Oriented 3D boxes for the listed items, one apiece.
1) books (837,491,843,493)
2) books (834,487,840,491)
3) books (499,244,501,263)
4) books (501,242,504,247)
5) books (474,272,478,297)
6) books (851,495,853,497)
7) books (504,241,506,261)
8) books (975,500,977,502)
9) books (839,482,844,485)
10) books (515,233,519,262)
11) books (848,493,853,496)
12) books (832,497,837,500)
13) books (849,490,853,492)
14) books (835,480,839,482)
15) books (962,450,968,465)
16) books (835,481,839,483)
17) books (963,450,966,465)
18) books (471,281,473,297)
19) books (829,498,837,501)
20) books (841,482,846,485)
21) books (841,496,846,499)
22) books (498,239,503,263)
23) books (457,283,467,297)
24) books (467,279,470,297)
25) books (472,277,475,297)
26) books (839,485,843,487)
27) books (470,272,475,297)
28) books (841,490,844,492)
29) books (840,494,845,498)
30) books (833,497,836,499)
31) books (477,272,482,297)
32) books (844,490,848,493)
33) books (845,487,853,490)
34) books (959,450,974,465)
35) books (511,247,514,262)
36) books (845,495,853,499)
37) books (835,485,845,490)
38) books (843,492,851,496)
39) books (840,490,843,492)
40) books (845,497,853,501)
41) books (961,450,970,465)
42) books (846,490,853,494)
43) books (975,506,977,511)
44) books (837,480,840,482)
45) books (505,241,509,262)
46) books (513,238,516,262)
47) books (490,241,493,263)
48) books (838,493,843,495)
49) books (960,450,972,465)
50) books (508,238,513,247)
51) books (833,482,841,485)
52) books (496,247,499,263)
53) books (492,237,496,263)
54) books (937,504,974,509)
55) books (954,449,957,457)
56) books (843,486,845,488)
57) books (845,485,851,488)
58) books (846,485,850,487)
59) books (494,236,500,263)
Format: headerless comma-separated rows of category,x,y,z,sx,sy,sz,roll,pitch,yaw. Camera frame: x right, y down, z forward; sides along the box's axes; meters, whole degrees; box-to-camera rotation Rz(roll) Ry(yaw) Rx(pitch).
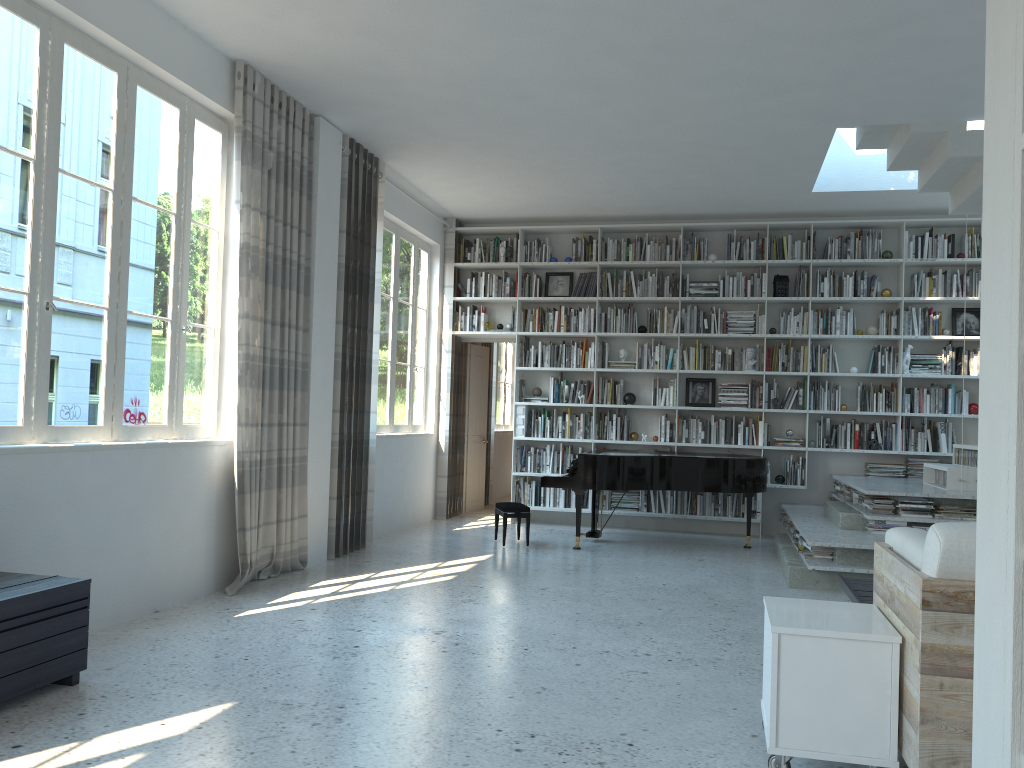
books,3.257,1.046,8.661,0.163,0.017,0.232,1,-2,15
books,3.249,1.029,8.663,0.175,0.017,0.265,1,-2,16
books,-0.107,-1.390,9.596,0.021,0.226,0.156,2,-2,13
books,-0.087,-1.398,9.578,0.025,0.243,0.167,2,-2,13
books,-0.371,-1.057,9.629,0.023,0.282,0.186,2,-2,13
books,3.069,0.987,7.799,0.138,0.017,0.237,1,-2,12
books,-0.062,-1.402,9.582,0.021,0.253,0.179,2,-2,13
books,3.580,0.870,6.514,0.285,0.013,0.181,2,-2,8
books,3.195,0.943,8.380,0.163,0.018,0.290,1,-2,12
books,0.066,-1.441,9.549,0.014,0.337,0.168,2,-2,13
books,3.058,0.970,7.803,0.159,0.018,0.203,1,-2,11
books,3.225,1.125,8.702,0.159,0.009,0.210,1,-2,17
books,3.053,0.938,7.805,0.161,0.012,0.254,1,-2,17
books,3.260,0.952,8.663,0.159,0.011,0.246,1,-2,10
books,3.834,0.619,7.413,0.125,0.125,0.008,1,-1,13
books,3.260,0.962,8.663,0.167,0.008,0.234,1,-2,12
books,3.828,0.618,7.385,0.125,0.125,0.009,1,-1,13
books,-0.410,-1.012,9.668,0.024,0.192,0.138,2,-2,13
books,3.217,1.132,8.703,0.184,0.006,0.262,1,-2,14
books,3.117,0.913,8.086,0.165,0.015,0.243,2,-2,8
books,3.111,1.036,8.083,0.183,0.012,0.296,1,-2,12
books,-0.122,-1.414,9.601,0.013,0.275,0.158,2,-2,13
books,-0.527,-1.007,9.692,0.121,0.175,0.129,1,-2,13
books,-0.453,-1.026,9.664,0.034,0.218,0.166,2,-2,13
books,-0.393,-1.031,9.638,0.022,0.228,0.171,2,-2,13
books,3.189,0.968,8.380,0.171,0.007,0.206,1,-2,15
books,-0.428,-1.065,9.662,0.011,0.296,0.162,2,-2,13
books,3.190,1.005,8.379,0.163,0.008,0.295,1,-2,11
books,3.107,1.024,8.085,0.190,0.012,0.235,1,-2,11
books,3.227,1.113,8.701,0.152,0.015,0.208,1,-2,18
books,-0.341,-1.059,9.645,0.028,0.288,0.132,2,-2,13
books,3.128,0.987,8.081,0.154,0.018,0.221,1,-2,12
books,3.047,0.927,7.806,0.187,0.009,0.261,1,-2,12
books,3.855,0.623,7.502,0.125,0.125,0.009,1,-1,13
books,0.023,-1.366,9.562,0.028,0.185,0.167,2,-2,13
books,3.047,1.002,7.804,0.178,0.014,0.247,1,-2,11
books,3.177,0.986,8.382,0.189,0.030,0.237,1,-2,10
books,3.116,1.007,8.083,0.164,0.023,0.242,1,-2,17
books,3.193,1.014,8.378,0.152,0.009,0.259,1,-2,10
books,3.040,1.014,7.805,0.182,0.011,0.253,1,-2,17
books,3.841,0.621,7.441,0.125,0.125,0.007,1,-1,13
books,3.050,0.952,7.805,0.179,0.017,0.293,1,-2,14
books,3.580,0.928,6.524,0.284,0.030,0.177,1,-2,14
books,3.186,0.917,8.383,0.171,0.020,0.193,2,-2,8
books,-0.039,-1.405,9.573,0.027,0.259,0.147,2,-2,13
books,0.049,-1.416,9.557,0.022,0.286,0.175,2,-2,13
books,-0.207,-1.407,9.628,0.030,0.257,0.130,2,-2,13
books,3.187,1.047,8.378,0.173,0.017,0.233,1,-2,12
books,3.848,0.622,7.471,0.125,0.125,0.008,1,-1,13
books,-0.016,-1.420,9.581,0.013,0.292,0.154,2,-2,13
books,3.249,0.973,8.665,0.171,0.015,0.253,2,-2,8
books,-0.143,-1.371,9.598,0.024,0.187,0.159,2,-2,13
books,-0.188,-1.430,9.610,0.014,0.304,0.145,2,-2,13
books,3.289,0.910,6.589,0.203,0.011,0.173,2,-2,8
books,3.896,0.631,7.673,0.125,0.125,0.008,1,-1,13
books,3.122,0.947,8.084,0.167,0.008,0.234,1,-2,12
books,3.128,0.938,8.083,0.160,0.010,0.179,1,-2,13
books,3.129,0.927,8.083,0.149,0.013,0.220,1,-2,16
books,-0.164,-1.435,9.616,0.029,0.314,0.129,2,-2,13
